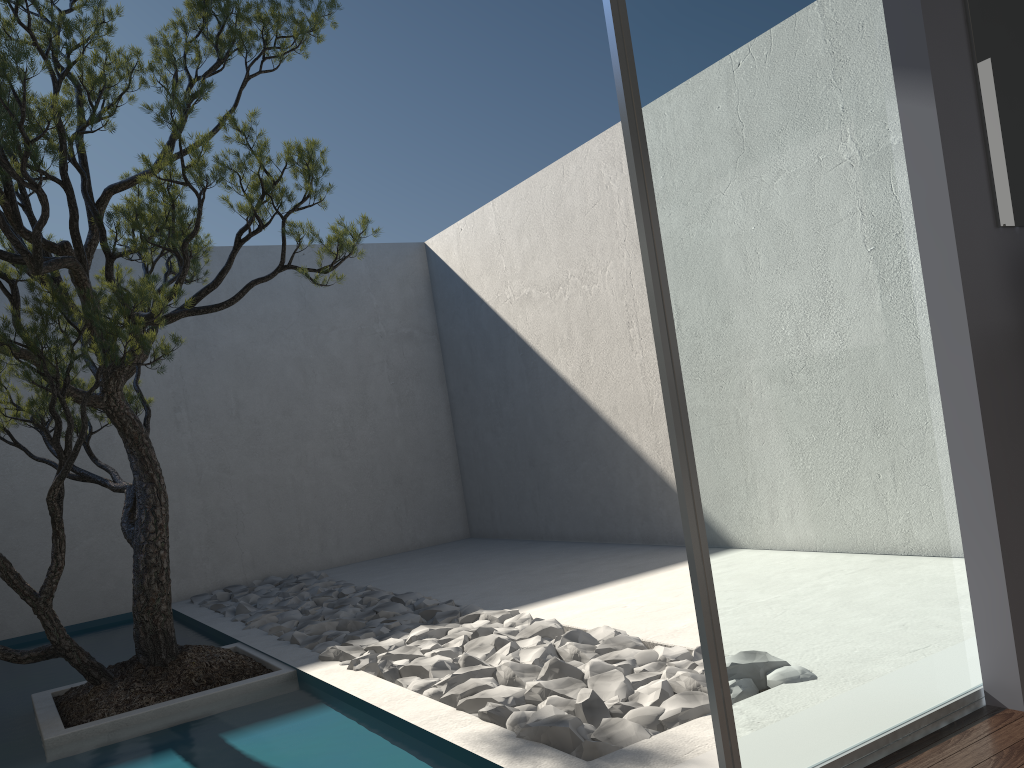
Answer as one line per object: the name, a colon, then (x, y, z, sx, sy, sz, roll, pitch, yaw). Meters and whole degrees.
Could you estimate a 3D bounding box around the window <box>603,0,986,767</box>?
window: (1.022, -0.654, 2.294, 1.876, 3.003, 0.022, -9, 1, -31)

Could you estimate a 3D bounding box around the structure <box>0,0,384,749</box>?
structure: (-2.004, -0.086, 3.718, 2.573, 3.470, 2.534, -8, -1, -38)

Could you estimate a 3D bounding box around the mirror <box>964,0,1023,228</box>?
mirror: (1.302, -1.048, 2.354, 0.353, 1.270, 0.012, -9, 1, -31)
